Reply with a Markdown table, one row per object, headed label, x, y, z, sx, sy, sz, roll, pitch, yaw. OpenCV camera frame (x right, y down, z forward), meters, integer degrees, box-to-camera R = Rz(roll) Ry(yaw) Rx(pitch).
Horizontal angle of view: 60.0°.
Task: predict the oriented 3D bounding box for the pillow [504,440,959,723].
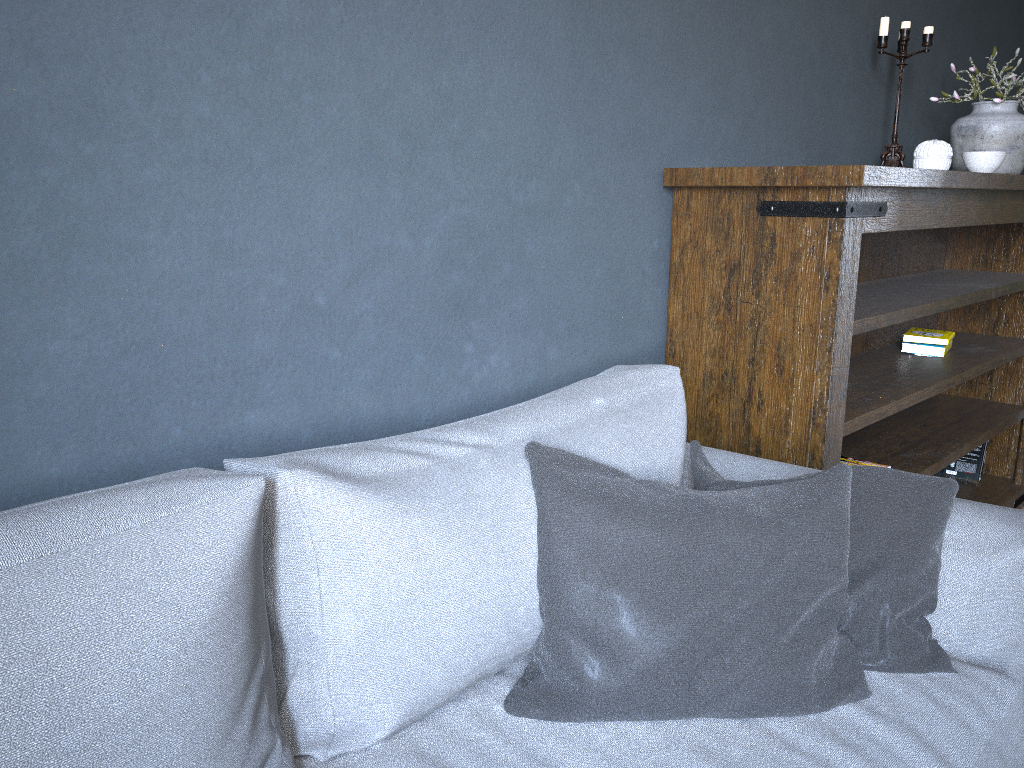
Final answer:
| label | x | y | z | sx | sy | sz | roll | pitch | yaw |
| --- | --- | --- | --- | --- | --- | --- | --- | --- | --- |
| pillow | 0.337 | 0.259 | 1.369 | 0.797 | 0.363 | 0.441 | -6 | 14 | -28 |

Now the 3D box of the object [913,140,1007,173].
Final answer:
| label | x | y | z | sx | sy | sz | roll | pitch | yaw |
| --- | --- | --- | --- | --- | --- | --- | --- | --- | --- |
| object | 1.315 | -0.665 | 2.609 | 0.255 | 0.104 | 0.117 | 2 | 13 | 8 |

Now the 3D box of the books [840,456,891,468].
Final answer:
| label | x | y | z | sx | sy | sz | roll | pitch | yaw |
| --- | --- | --- | --- | --- | --- | --- | --- | --- | --- |
| books | 0.765 | 0.212 | 2.205 | 0.304 | 0.013 | 0.218 | -10 | 16 | -41 |

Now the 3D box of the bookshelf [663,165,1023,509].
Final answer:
| label | x | y | z | sx | sy | sz | roll | pitch | yaw |
| --- | --- | --- | --- | --- | --- | --- | --- | --- | --- |
| bookshelf | 1.157 | -0.016 | 2.633 | 0.450 | 1.176 | 1.915 | 12 | 17 | 42 |

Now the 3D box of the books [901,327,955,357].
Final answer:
| label | x | y | z | sx | sy | sz | roll | pitch | yaw |
| --- | --- | --- | --- | --- | --- | --- | --- | --- | --- |
| books | 1.379 | -0.111 | 2.899 | 0.174 | 0.114 | 0.196 | 8 | 15 | 31 |

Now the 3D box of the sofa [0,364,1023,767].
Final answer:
| label | x | y | z | sx | sy | sz | roll | pitch | yaw |
| --- | --- | --- | --- | --- | --- | --- | --- | --- | --- |
| sofa | -0.131 | 0.518 | 1.005 | 0.968 | 0.801 | 2.336 | 12 | 17 | 42 |

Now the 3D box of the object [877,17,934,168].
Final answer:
| label | x | y | z | sx | sy | sz | roll | pitch | yaw |
| --- | --- | --- | --- | --- | --- | --- | --- | --- | --- |
| object | 1.101 | -0.827 | 2.561 | 0.130 | 0.439 | 0.144 | -2 | 13 | -10 |

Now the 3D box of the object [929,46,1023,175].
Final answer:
| label | x | y | z | sx | sy | sz | roll | pitch | yaw |
| --- | --- | --- | --- | --- | --- | --- | --- | --- | --- |
| object | 1.533 | -0.868 | 2.826 | 0.385 | 0.414 | 0.274 | 5 | 14 | 21 |

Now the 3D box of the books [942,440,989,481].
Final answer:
| label | x | y | z | sx | sy | sz | roll | pitch | yaw |
| --- | --- | --- | --- | --- | --- | --- | --- | --- | --- |
| books | 1.696 | 0.248 | 3.330 | 0.122 | 0.193 | 0.179 | -11 | 17 | -42 |
